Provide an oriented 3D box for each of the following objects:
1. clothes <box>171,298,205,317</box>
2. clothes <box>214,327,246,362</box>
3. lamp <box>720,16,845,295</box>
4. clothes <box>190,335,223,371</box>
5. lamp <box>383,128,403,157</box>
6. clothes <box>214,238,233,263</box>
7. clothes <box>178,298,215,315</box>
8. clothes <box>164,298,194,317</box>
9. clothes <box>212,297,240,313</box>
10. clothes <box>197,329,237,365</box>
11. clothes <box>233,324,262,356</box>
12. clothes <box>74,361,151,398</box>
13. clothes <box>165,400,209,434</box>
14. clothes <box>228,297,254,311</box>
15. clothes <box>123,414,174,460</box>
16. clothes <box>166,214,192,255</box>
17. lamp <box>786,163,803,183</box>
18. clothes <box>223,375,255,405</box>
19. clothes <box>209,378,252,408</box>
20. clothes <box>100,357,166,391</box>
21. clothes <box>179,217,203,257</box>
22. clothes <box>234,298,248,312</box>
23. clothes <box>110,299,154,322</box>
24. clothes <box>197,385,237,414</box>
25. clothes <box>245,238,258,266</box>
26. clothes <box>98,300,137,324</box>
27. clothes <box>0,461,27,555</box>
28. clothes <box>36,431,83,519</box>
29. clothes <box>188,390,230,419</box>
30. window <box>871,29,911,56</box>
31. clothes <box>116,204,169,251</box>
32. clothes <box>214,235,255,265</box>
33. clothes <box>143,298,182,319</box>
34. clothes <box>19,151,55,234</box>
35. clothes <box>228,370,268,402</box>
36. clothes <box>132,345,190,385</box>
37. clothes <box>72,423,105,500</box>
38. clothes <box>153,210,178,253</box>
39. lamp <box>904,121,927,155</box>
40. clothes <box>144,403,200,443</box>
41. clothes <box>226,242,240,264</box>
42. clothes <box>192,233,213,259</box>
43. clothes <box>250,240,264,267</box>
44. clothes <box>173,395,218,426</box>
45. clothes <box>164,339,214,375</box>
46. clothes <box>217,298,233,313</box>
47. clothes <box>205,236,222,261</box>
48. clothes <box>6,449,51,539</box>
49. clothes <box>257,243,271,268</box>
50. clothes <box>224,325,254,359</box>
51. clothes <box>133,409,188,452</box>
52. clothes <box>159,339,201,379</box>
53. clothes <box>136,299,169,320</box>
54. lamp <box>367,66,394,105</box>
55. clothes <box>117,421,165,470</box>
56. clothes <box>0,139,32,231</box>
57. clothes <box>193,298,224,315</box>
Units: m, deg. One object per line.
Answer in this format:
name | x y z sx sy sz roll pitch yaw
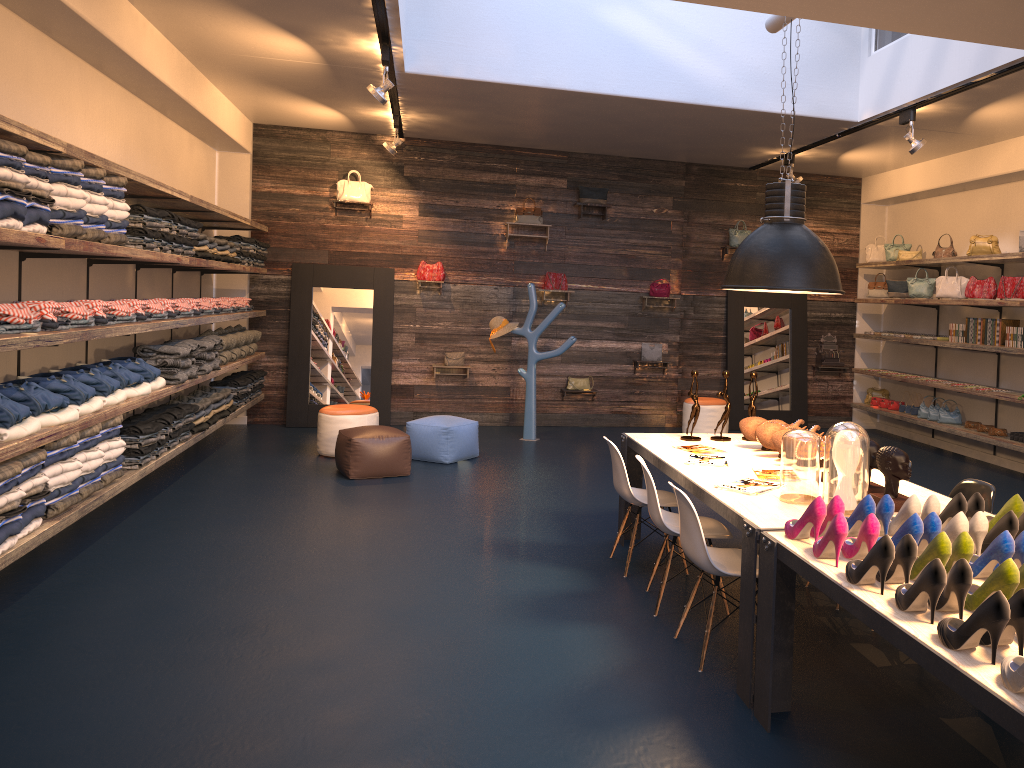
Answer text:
clothes | -2.792 -0.652 7.357 0.334 0.154 0.338 1 5 -15
clothes | -2.889 -0.405 8.715 0.342 0.341 0.388 2 4 -3
lamp | 1.541 -1.339 4.861 0.657 1.643 0.744 3 2 26
clothes | -2.754 -0.273 7.634 0.412 0.317 0.338 1 4 -24
lamp | -1.279 -2.590 9.321 0.223 0.327 0.195 4 3 33
clothes | -2.811 -1.248 7.963 0.419 0.250 0.346 2 4 -1
clothes | -2.853 -0.685 7.726 0.344 0.159 0.326 3 5 11
clothes | -2.783 -0.613 7.028 0.344 0.159 0.326 3 5 11
clothes | -2.935 -0.802 8.792 0.334 0.154 0.338 1 5 -15
clothes | -2.847 -0.361 8.288 0.342 0.341 0.388 2 4 -3
clothes | -2.975 -0.494 9.570 0.342 0.341 0.388 2 4 -3
clothes | -2.656 -0.030 5.665 0.420 0.240 0.435 3 5 6
clothes | -2.775 0.273 7.214 0.419 0.250 0.346 2 4 -1
clothes | -3.005 -0.875 9.490 0.334 0.154 0.338 1 5 -15
clothes | -2.599 0.369 6.115 0.386 0.298 0.304 1 4 -22
clothes | -2.587 -1.104 6.394 0.365 0.298 0.297 2 4 -10
lamp | 3.396 -2.492 10.463 0.223 0.327 0.195 4 3 33
clothes | -2.896 0.059 9.086 0.386 0.298 0.304 1 4 -22
clothes | -2.853 0.092 8.773 0.381 0.298 0.319 2 4 -8
clothes | -2.694 -0.071 6.054 0.439 0.240 0.415 2 5 -10
clothes | -2.620 -1.137 6.711 0.358 0.298 0.302 2 4 -4
clothes | -2.996 -0.835 9.160 0.344 0.159 0.326 3 5 11
clothes | -2.650 -0.505 5.945 0.334 0.154 0.338 1 5 -15
clothes | -2.891 0.151 8.384 0.433 0.250 0.334 1 4 -13
clothes | -2.853 -1.381 9.048 0.386 0.298 0.304 1 4 -22
clothes | -2.642 -0.466 5.616 0.344 0.159 0.326 3 5 11
clothes | -2.364 0.551 3.864 0.258 0.410 0.315 2 3 -3
clothes | -2.450 0.463 4.541 0.269 0.454 0.335 3 3 4
clothes | -2.854 0.191 8.001 0.419 0.250 0.346 2 4 -1
window | 1.847 -2.949 2.457 4.625 0.650 10.995 2 6 -7
clothes | -2.513 -1.038 5.764 0.381 0.298 0.319 2 4 -8
clothes | -2.810 -1.347 8.735 0.381 0.298 0.319 2 4 -8
clothes | -2.720 -0.578 6.643 0.334 0.154 0.338 1 5 -15
clothes | -2.379 -0.923 4.140 0.258 0.410 0.315 2 3 -3
clothes | -2.947 0.009 9.564 0.376 0.298 0.632 2 5 -6
clothes | -2.631 -0.148 6.506 0.394 0.302 0.333 1 4 -22
clothes | -2.482 0.430 4.858 0.269 0.454 0.335 3 3 4
clothes | -2.556 -1.071 6.078 0.386 0.298 0.304 1 4 -22
lamp | 3.653 -2.224 7.891 0.223 0.327 0.195 4 3 33
clothes | -2.663 0.303 6.749 0.358 0.298 0.302 2 4 -4
clothes | -2.848 -1.288 8.347 0.433 0.250 0.334 1 4 -13
clothes | -2.732 -1.166 7.177 0.419 0.250 0.346 2 4 -1
clothes | -2.885 -1.414 9.365 0.365 0.298 0.297 2 4 -10
clothes | -2.812 0.233 7.598 0.433 0.250 0.334 1 4 -13
clothes | -2.708 -0.227 7.270 0.394 0.302 0.333 1 4 -22
clothes | -2.926 -0.762 8.463 0.344 0.159 0.326 3 5 11
clothes | -2.769 -1.206 7.560 0.433 0.250 0.334 1 4 -13
clothes | -2.422 0.517 4.177 0.258 0.410 0.315 2 3 -3
clothes | -2.917 -1.447 9.682 0.358 0.298 0.302 2 4 -4
clothes | -2.932 -0.450 9.142 0.342 0.341 0.388 2 4 -3
clothes | -2.630 0.336 6.431 0.365 0.298 0.297 2 4 -10
clothes | -2.678 -0.193 6.870 0.412 0.317 0.338 1 4 -24
clothes | -2.711 -0.538 6.313 0.344 0.159 0.326 3 5 11
lamp | -1.024 -2.324 6.767 0.223 0.327 0.195 4 3 33
clothes | -2.556 0.402 5.802 0.381 0.298 0.319 2 4 -8
clothes | -2.321 -0.889 3.827 0.258 0.410 0.315 2 3 -3
clothes | -2.861 -0.725 8.055 0.334 0.154 0.338 1 5 -15
